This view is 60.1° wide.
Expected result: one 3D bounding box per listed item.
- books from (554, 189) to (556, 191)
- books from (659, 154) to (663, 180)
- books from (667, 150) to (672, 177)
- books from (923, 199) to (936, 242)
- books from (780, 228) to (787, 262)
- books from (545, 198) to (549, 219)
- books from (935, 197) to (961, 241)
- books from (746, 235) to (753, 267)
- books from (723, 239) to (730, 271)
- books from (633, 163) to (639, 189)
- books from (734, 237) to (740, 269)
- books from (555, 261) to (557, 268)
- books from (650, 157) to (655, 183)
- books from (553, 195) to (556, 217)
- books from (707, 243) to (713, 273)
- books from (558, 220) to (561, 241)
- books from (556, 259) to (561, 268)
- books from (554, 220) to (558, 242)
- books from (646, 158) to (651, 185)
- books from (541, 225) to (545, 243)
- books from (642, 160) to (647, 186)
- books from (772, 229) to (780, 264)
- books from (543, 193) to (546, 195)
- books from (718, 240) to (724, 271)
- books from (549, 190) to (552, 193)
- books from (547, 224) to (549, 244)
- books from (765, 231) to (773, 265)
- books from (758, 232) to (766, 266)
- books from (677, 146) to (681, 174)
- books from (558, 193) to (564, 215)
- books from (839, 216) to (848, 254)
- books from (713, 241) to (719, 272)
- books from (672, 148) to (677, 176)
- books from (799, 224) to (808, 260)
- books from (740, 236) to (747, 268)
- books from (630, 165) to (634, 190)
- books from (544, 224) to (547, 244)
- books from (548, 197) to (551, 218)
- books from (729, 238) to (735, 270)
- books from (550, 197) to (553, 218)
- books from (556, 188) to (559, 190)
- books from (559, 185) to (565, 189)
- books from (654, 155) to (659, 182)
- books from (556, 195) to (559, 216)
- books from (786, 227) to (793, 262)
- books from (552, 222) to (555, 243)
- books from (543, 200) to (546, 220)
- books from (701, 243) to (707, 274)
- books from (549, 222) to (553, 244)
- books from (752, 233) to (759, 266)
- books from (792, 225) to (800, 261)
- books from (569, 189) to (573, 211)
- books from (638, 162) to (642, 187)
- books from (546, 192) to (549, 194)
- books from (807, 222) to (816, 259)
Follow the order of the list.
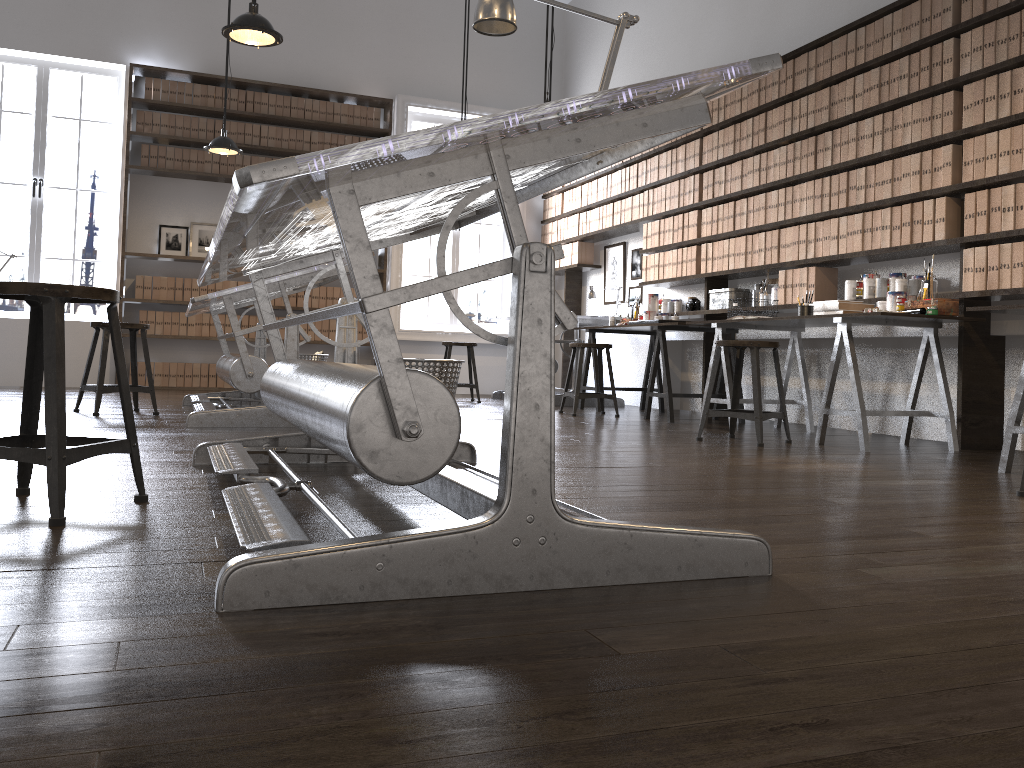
[{"bbox_3d":[0.537,-2.139,9.325,0.174,0.226,0.066,2,-1,-21],"label":"books"},{"bbox_3d":[1.301,-1.774,7.295,0.174,0.226,0.066,2,-1,-21],"label":"books"},{"bbox_3d":[1.346,-1.769,7.168,0.174,0.226,0.067,2,-1,-21],"label":"books"},{"bbox_3d":[2.264,-0.853,4.678,0.174,0.226,0.067,2,-1,-21],"label":"books"},{"bbox_3d":[1.844,-0.898,5.791,0.174,0.226,0.066,2,-1,-21],"label":"books"},{"bbox_3d":[0.451,-1.869,9.508,0.174,0.226,0.067,2,-1,-21],"label":"books"},{"bbox_3d":[2.294,-0.850,4.606,0.174,0.226,0.066,2,-1,-21],"label":"books"},{"bbox_3d":[1.714,-0.911,6.129,0.174,0.226,0.066,2,-1,-21],"label":"books"},{"bbox_3d":[1.613,-0.922,6.379,0.174,0.226,0.067,2,-1,-21],"label":"books"},{"bbox_3d":[1.147,-1.790,7.688,0.174,0.226,0.067,2,-1,-21],"label":"books"},{"bbox_3d":[1.665,-0.916,6.254,0.174,0.226,0.066,2,-1,-21],"label":"books"},{"bbox_3d":[0.526,-1.308,9.245,0.174,0.226,0.066,2,-1,-21],"label":"books"},{"bbox_3d":[1.254,-1.779,7.421,0.174,0.226,0.066,2,-1,-21],"label":"books"},{"bbox_3d":[0.522,-1.861,9.319,0.174,0.226,0.067,2,-1,-21],"label":"books"},{"bbox_3d":[1.540,-0.929,6.576,0.174,0.226,0.066,2,-1,-21],"label":"books"},{"bbox_3d":[0.568,-1.582,9.186,0.174,0.226,0.066,2,-1,-21],"label":"books"},{"bbox_3d":[0.555,-1.305,9.179,0.174,0.226,0.066,2,-1,-21],"label":"books"},{"bbox_3d":[0.536,-1.585,9.253,0.174,0.226,0.067,2,-1,-21],"label":"books"},{"bbox_3d":[1.229,-1.782,7.488,0.174,0.226,0.066,2,-1,-21],"label":"books"},{"bbox_3d":[0.409,-1.599,9.584,0.174,0.226,0.067,2,-1,-21],"label":"books"},{"bbox_3d":[1.200,-1.784,7.552,0.174,0.226,0.066,2,-1,-21],"label":"books"},{"bbox_3d":[1.812,-0.901,5.859,0.174,0.226,0.067,2,-1,-21],"label":"books"},{"bbox_3d":[0.430,-2.149,9.589,0.174,0.226,0.067,2,-1,-21],"label":"books"},{"bbox_3d":[1.592,-0.924,6.446,0.174,0.226,0.066,2,-1,-21],"label":"books"},{"bbox_3d":[0.485,-2.144,9.455,0.174,0.226,0.066,2,-1,-21],"label":"books"},{"bbox_3d":[0.464,-1.593,9.457,0.174,0.226,0.066,2,-1,-21],"label":"books"},{"bbox_3d":[1.791,-0.903,5.931,0.174,0.226,0.066,2,-1,-21],"label":"books"},{"bbox_3d":[1.761,-0.906,5.995,0.174,0.226,0.066,2,-1,-21],"label":"books"},{"bbox_3d":[1.402,-1.763,7.039,0.174,0.226,0.066,2,-1,-21],"label":"books"},{"bbox_3d":[0.577,-1.856,9.192,0.174,0.226,0.066,2,-1,-21],"label":"books"},{"bbox_3d":[2.039,-0.877,5.271,0.174,0.226,0.066,2,-1,-21],"label":"books"},{"bbox_3d":[1.569,-0.927,6.512,0.174,0.226,0.066,2,-1,-21],"label":"books"},{"bbox_3d":[1.375,-1.766,7.104,0.174,0.226,0.066,2,-1,-21],"label":"books"},{"bbox_3d":[1.909,-0.890,5.601,0.174,0.226,0.066,2,-1,-21],"label":"books"},{"bbox_3d":[1.684,-0.914,6.190,0.174,0.226,0.067,2,-1,-21],"label":"books"},{"bbox_3d":[1.125,-1.792,7.760,0.174,0.226,0.066,2,-1,-21],"label":"books"},{"bbox_3d":[0.438,-1.596,9.524,0.174,0.226,0.066,2,-1,-21],"label":"books"},{"bbox_3d":[0.478,-1.866,9.441,0.174,0.226,0.066,2,-1,-21],"label":"books"},{"bbox_3d":[1.641,-0.919,6.312,0.174,0.226,0.066,2,-1,-21],"label":"books"},{"bbox_3d":[0.502,-1.864,9.383,0.174,0.226,0.066,2,-1,-21],"label":"books"},{"bbox_3d":[0.558,-2.136,9.258,0.174,0.226,0.067,2,-1,-21],"label":"books"},{"bbox_3d":[0.586,-2.133,9.191,0.174,0.226,0.066,2,-1,-21],"label":"books"},{"bbox_3d":[1.273,-1.776,7.356,0.174,0.226,0.067,2,-1,-21],"label":"books"},{"bbox_3d":[0.551,-1.859,9.258,0.174,0.226,0.066,2,-1,-21],"label":"books"},{"bbox_3d":[1.865,-0.895,5.729,0.174,0.226,0.066,2,-1,-21],"label":"books"},{"bbox_3d":[0.515,-1.588,9.325,0.174,0.226,0.066,2,-1,-21],"label":"books"},{"bbox_3d":[0.429,-1.872,9.575,0.174,0.226,0.066,2,-1,-21],"label":"books"},{"bbox_3d":[1.511,-0.932,6.642,0.174,0.226,0.066,2,-1,-21],"label":"books"},{"bbox_3d":[0.485,-1.591,9.390,0.174,0.226,0.066,2,-1,-21],"label":"books"},{"bbox_3d":[1.739,-0.909,6.063,0.174,0.226,0.066,2,-1,-21],"label":"books"},{"bbox_3d":[1.883,-0.893,5.669,0.174,0.226,0.067,2,-1,-21],"label":"books"},{"bbox_3d":[0.671,-1.840,8.928,0.174,0.226,0.067,2,-1,-21],"label":"books"},{"bbox_3d":[1.179,-1.787,7.620,0.174,0.226,0.066,2,-1,-21],"label":"books"},{"bbox_3d":[0.456,-2.147,9.521,0.174,0.226,0.066,2,-1,-21],"label":"books"},{"bbox_3d":[1.938,-0.887,5.535,0.174,0.226,0.066,2,-1,-21],"label":"books"}]
